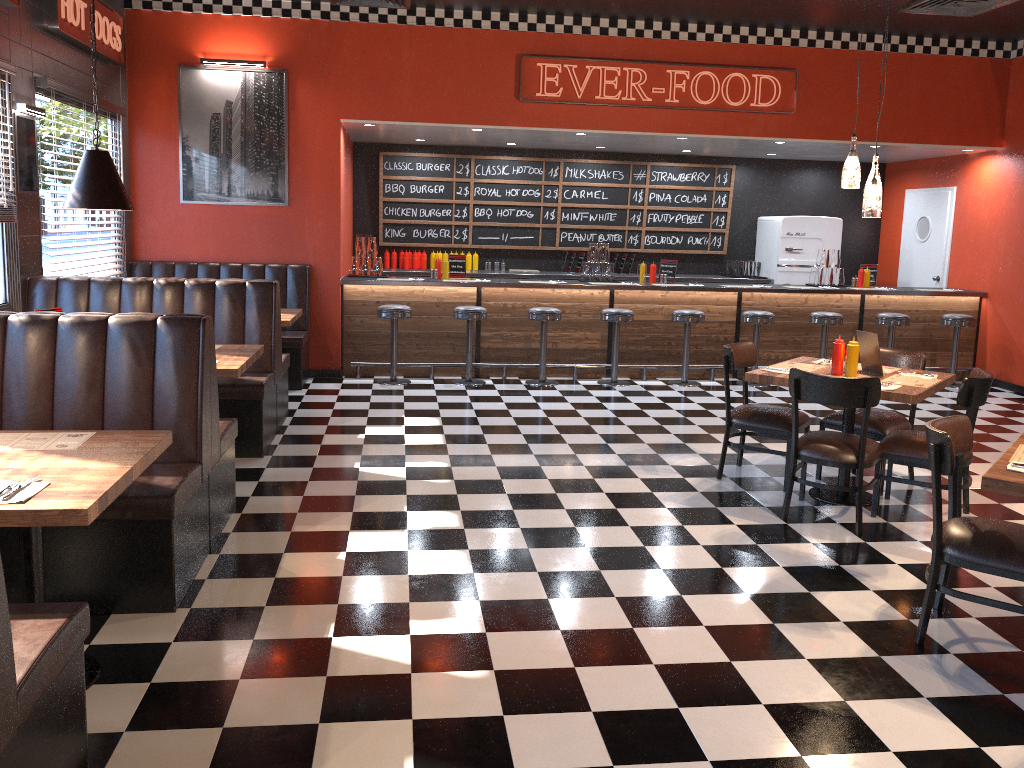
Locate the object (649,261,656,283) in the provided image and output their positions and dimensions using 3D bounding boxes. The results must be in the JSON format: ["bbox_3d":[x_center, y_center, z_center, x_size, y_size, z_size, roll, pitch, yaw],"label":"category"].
[{"bbox_3d":[1.550,-1.228,9.741,0.068,0.236,0.068,2,8,5],"label":"object"}]

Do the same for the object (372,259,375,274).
[{"bbox_3d":[-1.441,-1.254,9.478,0.105,0.207,0.106,-2,9,-22],"label":"object"}]

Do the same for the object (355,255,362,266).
[{"bbox_3d":[-1.868,-1.507,10.798,0.105,0.207,0.106,-2,9,-22],"label":"object"}]

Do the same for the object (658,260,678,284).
[{"bbox_3d":[1.718,-1.239,9.773,0.188,0.255,0.072,6,9,27],"label":"object"}]

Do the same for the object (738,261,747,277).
[{"bbox_3d":[2.915,-1.446,11.229,0.106,0.207,0.106,8,11,37],"label":"object"}]

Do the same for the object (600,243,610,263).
[{"bbox_3d":[1.013,-1.426,9.654,0.106,0.207,0.106,8,11,37],"label":"object"}]

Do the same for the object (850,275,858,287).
[{"bbox_3d":[3.906,-1.169,10.080,0.093,0.135,0.047,0,8,-12],"label":"object"}]

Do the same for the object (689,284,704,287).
[{"bbox_3d":[1.988,-1.069,9.545,0.157,0.019,0.257,3,10,8],"label":"object"}]

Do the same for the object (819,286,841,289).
[{"bbox_3d":[3.492,-1.068,9.780,0.157,0.019,0.257,0,11,-12],"label":"object"}]

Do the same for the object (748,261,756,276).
[{"bbox_3d":[3.131,-1.504,11.584,0.106,0.207,0.106,8,11,37],"label":"object"}]

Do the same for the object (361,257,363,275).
[{"bbox_3d":[-1.558,-1.254,9.463,0.105,0.207,0.106,-2,9,-22],"label":"object"}]

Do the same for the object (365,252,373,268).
[{"bbox_3d":[-1.753,-1.509,10.824,0.105,0.207,0.106,-2,9,-22],"label":"object"}]

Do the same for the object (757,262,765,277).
[{"bbox_3d":[3.161,-1.444,11.257,0.106,0.207,0.106,8,11,37],"label":"object"}]

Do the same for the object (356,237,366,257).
[{"bbox_3d":[-1.590,-1.442,9.331,0.105,0.207,0.106,-2,9,-22],"label":"object"}]

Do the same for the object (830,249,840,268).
[{"bbox_3d":[3.652,-1.411,9.995,0.106,0.207,0.106,8,11,37],"label":"object"}]

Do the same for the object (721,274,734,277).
[{"bbox_3d":[2.981,-1.421,11.630,0.437,0.018,0.274,0,10,-7],"label":"object"}]

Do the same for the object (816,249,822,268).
[{"bbox_3d":[3.518,-1.431,10.080,0.106,0.207,0.106,8,11,37],"label":"object"}]

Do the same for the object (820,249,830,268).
[{"bbox_3d":[3.534,-1.414,9.991,0.106,0.207,0.106,8,11,37],"label":"object"}]

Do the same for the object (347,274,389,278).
[{"bbox_3d":[-1.532,-1.150,9.431,0.437,0.018,0.274,0,10,-7],"label":"object"}]

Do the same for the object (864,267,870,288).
[{"bbox_3d":[4.015,-1.209,10.028,0.068,0.236,0.068,-5,10,-38],"label":"object"}]

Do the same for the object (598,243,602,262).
[{"bbox_3d":[0.994,-1.446,9.764,0.106,0.207,0.106,8,11,37],"label":"object"}]

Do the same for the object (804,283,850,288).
[{"bbox_3d":[3.592,-1.122,10.091,0.437,0.018,0.274,0,10,-7],"label":"object"}]

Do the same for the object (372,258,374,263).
[{"bbox_3d":[-1.771,-1.551,11.055,0.105,0.207,0.106,-2,9,-22],"label":"object"}]

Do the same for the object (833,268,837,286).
[{"bbox_3d":[3.683,-1.226,10.139,0.106,0.207,0.106,8,11,37],"label":"object"}]

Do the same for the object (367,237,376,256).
[{"bbox_3d":[-1.492,-1.459,9.443,0.105,0.207,0.106,-2,9,-22],"label":"object"}]

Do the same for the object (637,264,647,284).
[{"bbox_3d":[1.408,-1.192,9.603,0.106,0.207,0.106,8,11,37],"label":"object"}]

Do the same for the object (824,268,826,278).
[{"bbox_3d":[3.565,-1.227,10.123,0.106,0.207,0.106,8,11,37],"label":"object"}]

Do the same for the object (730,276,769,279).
[{"bbox_3d":[3.027,-1.365,11.332,0.437,0.018,0.274,0,10,-7],"label":"object"}]

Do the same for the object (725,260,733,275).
[{"bbox_3d":[2.853,-1.523,11.641,0.106,0.207,0.106,8,11,37],"label":"object"}]

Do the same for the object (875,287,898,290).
[{"bbox_3d":[4.166,-1.070,9.895,0.157,0.019,0.257,-1,11,-12],"label":"object"}]

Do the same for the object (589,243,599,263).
[{"bbox_3d":[0.895,-1.428,9.651,0.106,0.207,0.106,8,11,37],"label":"object"}]

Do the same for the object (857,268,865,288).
[{"bbox_3d":[3.935,-1.203,9.980,0.068,0.236,0.068,5,9,23],"label":"object"}]

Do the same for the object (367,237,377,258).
[{"bbox_3d":[-1.472,-1.439,9.334,0.105,0.207,0.106,-2,9,-22],"label":"object"}]

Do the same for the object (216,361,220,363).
[{"bbox_3d":[-1.760,-0.124,5.033,0.157,0.019,0.257,1,10,-1],"label":"object"}]

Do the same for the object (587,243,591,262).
[{"bbox_3d":[0.879,-1.445,9.740,0.106,0.207,0.106,8,11,37],"label":"object"}]

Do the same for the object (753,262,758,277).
[{"bbox_3d":[3.140,-1.465,11.369,0.106,0.207,0.106,8,11,37],"label":"object"}]

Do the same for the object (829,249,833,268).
[{"bbox_3d":[3.632,-1.432,10.104,0.106,0.207,0.106,8,11,37],"label":"object"}]

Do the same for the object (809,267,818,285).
[{"bbox_3d":[3.450,-1.229,10.120,0.106,0.207,0.106,8,11,37],"label":"object"}]

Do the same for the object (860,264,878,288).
[{"bbox_3d":[4.082,-1.240,10.152,0.188,0.255,0.072,6,9,27],"label":"object"}]

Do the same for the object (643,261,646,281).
[{"bbox_3d":[1.442,-1.235,9.759,0.068,0.236,0.068,2,8,5],"label":"object"}]

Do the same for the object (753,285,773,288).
[{"bbox_3d":[2.729,-1.072,9.678,0.157,0.019,0.257,0,10,-7],"label":"object"}]

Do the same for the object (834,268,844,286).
[{"bbox_3d":[3.709,-1.204,10.025,0.106,0.207,0.106,8,11,37],"label":"object"}]

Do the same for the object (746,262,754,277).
[{"bbox_3d":[3.028,-1.454,11.292,0.106,0.207,0.106,8,11,37],"label":"object"}]

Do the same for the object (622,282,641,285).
[{"bbox_3d":[1.267,-1.077,9.478,0.157,0.019,0.257,0,11,-12],"label":"object"}]

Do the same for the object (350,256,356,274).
[{"bbox_3d":[-1.674,-1.257,9.460,0.105,0.207,0.106,-2,9,-22],"label":"object"}]

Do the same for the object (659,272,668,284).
[{"bbox_3d":[1.659,-1.164,9.692,0.094,0.135,0.047,10,11,42],"label":"object"}]

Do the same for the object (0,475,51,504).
[{"bbox_3d":[-1.503,0.315,2.672,0.157,0.019,0.257,0,10,-6],"label":"object"}]

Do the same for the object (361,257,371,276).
[{"bbox_3d":[-1.537,-1.234,9.356,0.105,0.207,0.106,-2,9,-22],"label":"object"}]

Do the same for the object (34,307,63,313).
[{"bbox_3d":[-2.741,-0.321,5.292,0.072,0.255,0.189,5,9,22],"label":"object"}]

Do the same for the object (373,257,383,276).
[{"bbox_3d":[-1.415,-1.232,9.365,0.105,0.207,0.106,-2,9,-22],"label":"object"}]

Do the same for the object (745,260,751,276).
[{"bbox_3d":[3.122,-1.527,11.709,0.106,0.207,0.106,8,11,37],"label":"object"}]

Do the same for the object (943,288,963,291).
[{"bbox_3d":[4.971,-1.065,9.998,0.157,0.019,0.257,2,10,3],"label":"object"}]

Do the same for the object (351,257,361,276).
[{"bbox_3d":[-1.647,-1.236,9.352,0.105,0.207,0.106,-2,9,-22],"label":"object"}]

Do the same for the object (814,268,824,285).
[{"bbox_3d":[3.477,-1.209,10.013,0.106,0.207,0.106,8,11,37],"label":"object"}]

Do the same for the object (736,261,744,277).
[{"bbox_3d":[2.913,-1.466,11.337,0.106,0.207,0.106,8,11,37],"label":"object"}]

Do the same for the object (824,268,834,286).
[{"bbox_3d":[3.586,-1.207,10.017,0.106,0.207,0.106,8,11,37],"label":"object"}]

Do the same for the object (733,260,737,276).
[{"bbox_3d":[2.929,-1.503,11.545,0.106,0.207,0.106,8,11,37],"label":"object"}]
